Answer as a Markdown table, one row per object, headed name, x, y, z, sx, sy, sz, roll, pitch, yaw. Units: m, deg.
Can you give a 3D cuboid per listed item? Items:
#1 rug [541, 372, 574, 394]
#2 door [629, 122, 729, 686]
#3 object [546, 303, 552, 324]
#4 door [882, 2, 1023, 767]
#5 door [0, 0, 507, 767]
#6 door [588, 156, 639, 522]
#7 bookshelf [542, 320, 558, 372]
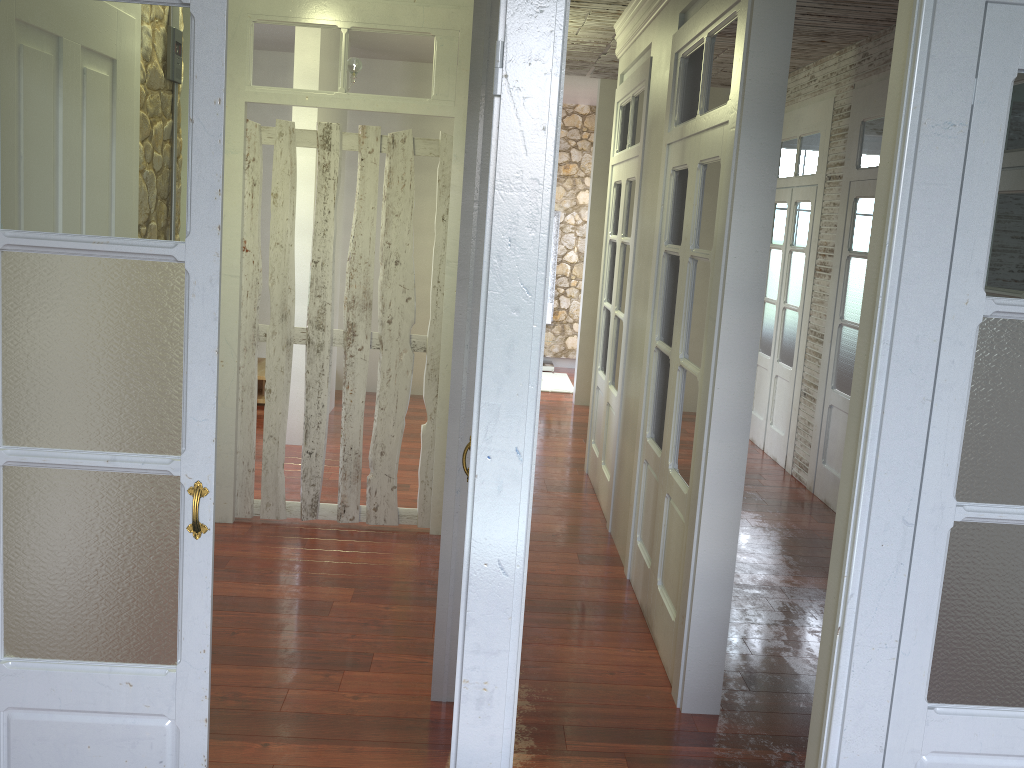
| name | x | y | z | sx | sy | sz | roll | pitch | yaw |
| --- | --- | --- | --- | --- | --- | --- | --- | --- | --- |
| rug | 0.096 | -0.043 | 9.343 | 1.067 | 0.016 | 1.077 | 4 | 11 | -2 |
| door | 0.677 | 0.027 | 3.664 | 0.041 | 2.070 | 1.085 | 4 | 8 | -2 |
| object | 0.383 | -0.791 | 9.884 | 0.118 | 0.226 | 0.074 | 4 | 8 | -2 |
| door | 1.346 | 0.363 | 1.880 | 1.057 | 2.163 | 0.041 | 4 | 8 | -2 |
| door | -0.499 | 0.240 | 1.850 | 1.187 | 2.166 | 0.485 | 0 | 9 | -28 |
| door | 0.624 | -0.310 | 5.424 | 0.041 | 2.070 | 1.085 | 4 | 8 | -2 |
| bookshelf | -0.215 | -0.473 | 10.066 | 1.400 | 0.546 | 0.403 | 4 | 9 | -2 |
